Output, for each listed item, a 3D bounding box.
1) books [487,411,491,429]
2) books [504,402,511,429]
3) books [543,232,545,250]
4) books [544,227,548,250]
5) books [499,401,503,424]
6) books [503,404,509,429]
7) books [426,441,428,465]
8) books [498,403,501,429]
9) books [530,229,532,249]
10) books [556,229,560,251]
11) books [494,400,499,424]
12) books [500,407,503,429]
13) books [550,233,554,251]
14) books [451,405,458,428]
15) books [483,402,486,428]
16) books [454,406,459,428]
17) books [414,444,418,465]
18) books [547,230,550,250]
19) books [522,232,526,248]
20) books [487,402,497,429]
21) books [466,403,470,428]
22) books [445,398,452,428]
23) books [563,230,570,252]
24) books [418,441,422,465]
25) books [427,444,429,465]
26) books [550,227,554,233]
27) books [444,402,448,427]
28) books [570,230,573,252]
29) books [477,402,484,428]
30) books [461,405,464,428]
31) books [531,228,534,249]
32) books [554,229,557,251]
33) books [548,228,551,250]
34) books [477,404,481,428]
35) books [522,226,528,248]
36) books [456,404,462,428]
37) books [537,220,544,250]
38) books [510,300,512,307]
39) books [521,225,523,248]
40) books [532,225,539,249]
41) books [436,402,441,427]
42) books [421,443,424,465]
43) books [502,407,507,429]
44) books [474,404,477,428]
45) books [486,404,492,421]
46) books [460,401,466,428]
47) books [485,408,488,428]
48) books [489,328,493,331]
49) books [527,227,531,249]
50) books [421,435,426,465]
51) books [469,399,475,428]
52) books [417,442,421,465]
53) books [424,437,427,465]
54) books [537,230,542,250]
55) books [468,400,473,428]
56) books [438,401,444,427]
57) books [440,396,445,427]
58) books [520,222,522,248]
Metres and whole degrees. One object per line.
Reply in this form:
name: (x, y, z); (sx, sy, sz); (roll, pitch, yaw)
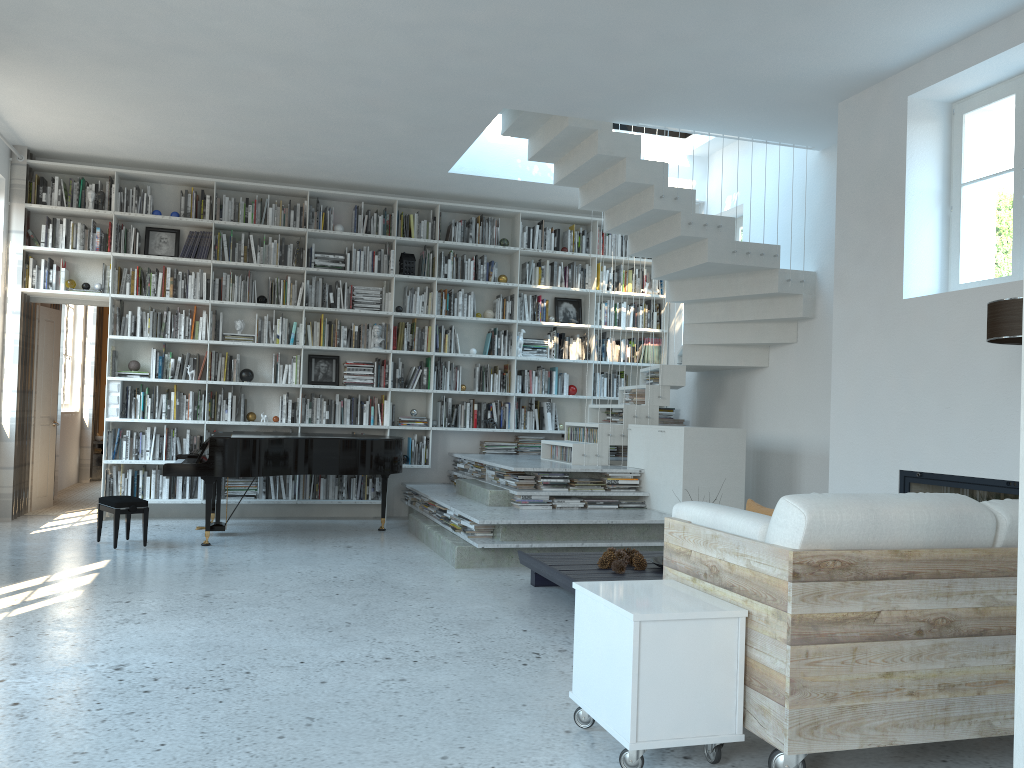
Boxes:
books: (-0.254, 0.363, 9.049); (0.025, 0.181, 0.169); (2, -2, -17)
books: (-0.047, 0.326, 9.108); (0.025, 0.272, 0.171); (2, -1, -17)
books: (0.308, -1.469, 9.252); (0.030, 0.220, 0.133); (2, -1, -17)
books: (0.335, -1.489, 9.239); (0.014, 0.262, 0.168); (2, -1, -17)
books: (-0.120, 0.318, 9.111); (0.012, 0.282, 0.143); (2, -1, -17)
books: (-0.071, 0.332, 9.100); (0.026, 0.258, 0.156); (2, -1, -17)
books: (-0.854, 0.681, 8.771); (0.013, 0.233, 0.149); (2, -1, -17)
books: (-0.145, 0.326, 9.089); (0.021, 0.264, 0.150); (2, -1, -17)
books: (0.172, -1.481, 9.196); (0.024, 0.231, 0.168); (2, -2, -17)
books: (0.458, -1.482, 9.283); (0.030, 0.257, 0.165); (2, -1, -17)
books: (-0.160, 0.310, 9.084); (0.013, 0.294, 0.134); (2, -1, -17)
books: (-0.126, 0.348, 9.082); (0.013, 0.220, 0.168); (2, -2, -17)
books: (0.395, -1.457, 9.253); (0.024, 0.202, 0.190); (2, -2, -17)
books: (-0.597, 0.323, 8.946); (0.065, 0.231, 0.162); (2, -2, -17)
books: (-0.300, 0.320, 9.041); (0.026, 0.263, 0.169); (2, -1, -17)
books: (-0.561, 0.331, 8.958); (0.011, 0.217, 0.175); (2, -2, -17)
books: (-0.951, 0.692, 8.753); (0.013, 0.202, 0.139); (2, -1, -17)
books: (0.351, -1.476, 9.245); (0.022, 0.236, 0.172); (2, -2, -17)
books: (0.104, -1.460, 9.159); (0.022, 0.182, 0.190); (2, -2, -17)
books: (-0.198, 0.322, 9.063); (0.070, 0.266, 0.186); (2, -2, -17)
books: (-0.466, 0.317, 8.979); (0.025, 0.252, 0.181); (2, -2, -17)
books: (-0.647, 0.288, 8.916); (0.030, 0.294, 0.188); (2, -1, -17)
books: (0.569, -1.476, 9.305); (0.019, 0.256, 0.169); (2, -1, -17)
books: (-0.911, 0.682, 8.756); (0.012, 0.225, 0.149); (2, -1, -17)
books: (-0.846, 0.695, 8.787); (0.012, 0.206, 0.160); (2, -2, -17)
books: (0.405, -1.494, 9.284); (0.012, 0.279, 0.153); (2, -1, -17)
books: (-0.674, 0.306, 8.909); (0.023, 0.256, 0.178); (2, -1, -17)
books: (0.599, -1.473, 9.323); (0.016, 0.252, 0.189); (2, -2, -17)
books: (-0.322, 0.319, 9.026); (0.026, 0.262, 0.173); (2, -1, -17)
books: (-0.518, 0.328, 8.977); (0.024, 0.228, 0.159); (2, -2, -17)
books: (0.192, -1.488, 9.220); (0.027, 0.249, 0.140); (2, -1, -17)
books: (0.434, -1.480, 9.289); (0.012, 0.254, 0.161); (2, -1, -17)
books: (0.370, -1.483, 9.260); (0.021, 0.254, 0.151); (2, -1, -17)
books: (-0.350, 0.328, 9.035); (0.021, 0.242, 0.131); (2, -1, -17)
books: (0.124, -1.493, 9.178); (0.025, 0.250, 0.178); (2, -2, -17)
books: (-0.545, 0.324, 8.974); (0.029, 0.234, 0.142); (2, -1, -17)
books: (0.295, -1.526, 9.224); (0.014, 0.332, 0.180); (2, -1, -17)
books: (-0.034, -0.750, 9.137); (0.013, 0.221, 0.155); (2, -2, -17)
books: (0.079, -1.501, 9.182); (0.014, 0.264, 0.140); (2, -1, -17)
books: (0.233, -1.502, 9.215); (0.048, 0.278, 0.150); (2, -1, -17)
books: (-0.741, 0.305, 8.908); (0.012, 0.254, 0.161); (2, -1, -17)
books: (-0.896, 0.689, 8.743); (0.011, 0.212, 0.178); (2, -2, -17)
books: (-0.094, 0.346, 9.086); (0.025, 0.228, 0.175); (2, -2, -17)
books: (-0.392, 0.325, 9.001); (0.031, 0.244, 0.184); (2, -2, -17)
books: (-0.237, 0.329, 9.057); (0.012, 0.249, 0.164); (2, -1, -17)
books: (-0.499, 0.309, 8.981); (0.014, 0.268, 0.171); (2, -1, -17)
books: (-0.278, 0.347, 9.048); (0.022, 0.211, 0.135); (2, -1, -17)
books: (-0.212, -0.423, 9.089); (0.016, 0.290, 0.135); (2, -1, -17)
books: (0.150, -1.487, 9.181); (0.026, 0.241, 0.184); (2, -2, -17)
books: (-0.881, 0.653, 8.756); (0.021, 0.285, 0.172); (2, -1, -17)
books: (-0.411, 0.299, 8.993); (0.012, 0.293, 0.175); (2, -1, -17)
books: (-0.925, 0.681, 8.735); (0.026, 0.224, 0.175); (2, -2, -17)
books: (-0.870, 0.662, 8.781); (0.015, 0.270, 0.157); (2, -1, -17)
books: (0.269, -1.476, 9.227); (0.030, 0.231, 0.148); (2, -1, -17)
books: (-0.429, 0.303, 9.010); (0.012, 0.285, 0.159); (2, -1, -17)
books: (-0.718, 0.301, 8.894); (0.023, 0.262, 0.186); (2, -2, -17)
books: (-0.702, 0.275, 8.900); (0.010, 0.316, 0.187); (2, -1, -17)
books: (0.062, -1.517, 9.168); (0.028, 0.294, 0.150); (2, -1, -17)
